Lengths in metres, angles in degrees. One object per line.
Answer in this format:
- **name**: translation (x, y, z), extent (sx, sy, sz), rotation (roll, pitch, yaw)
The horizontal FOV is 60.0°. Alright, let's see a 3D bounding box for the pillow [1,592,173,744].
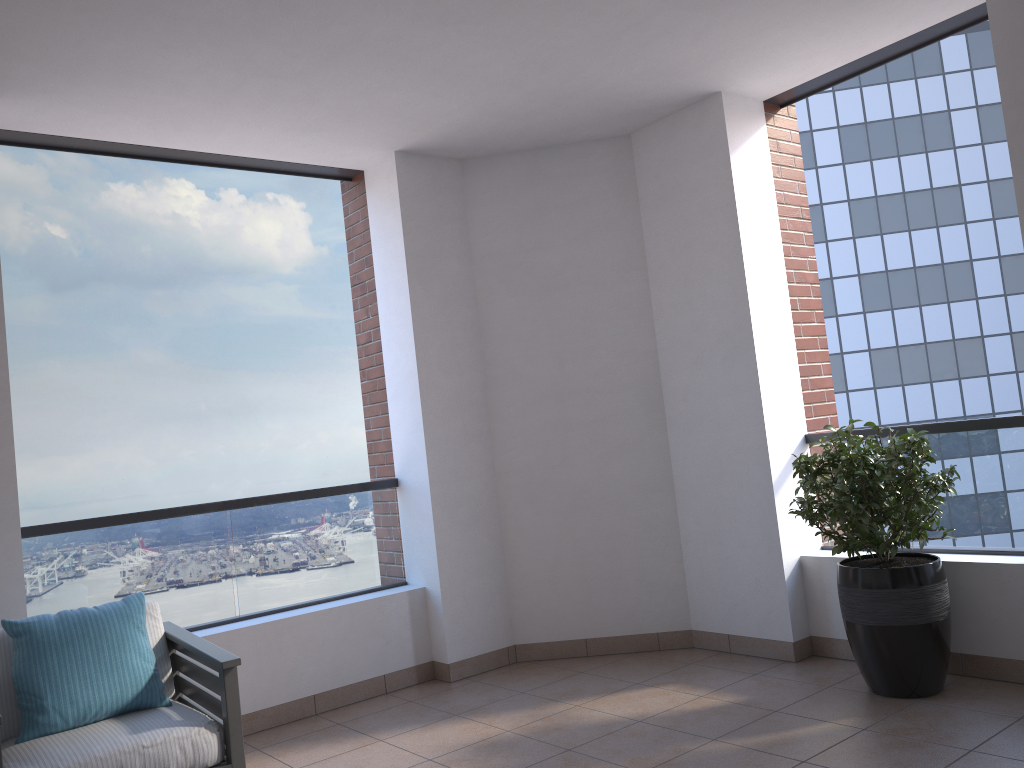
- **pillow**: translation (-1.554, 1.020, 3.225), extent (0.510, 0.426, 0.316), rotation (-3, -5, -41)

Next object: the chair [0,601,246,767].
- **chair**: translation (-1.473, 1.226, 3.130), extent (0.797, 0.765, 0.807), rotation (-3, -5, -38)

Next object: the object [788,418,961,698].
- **object**: translation (1.616, 0.773, 3.877), extent (0.691, 1.264, 0.681), rotation (-4, -5, -35)
